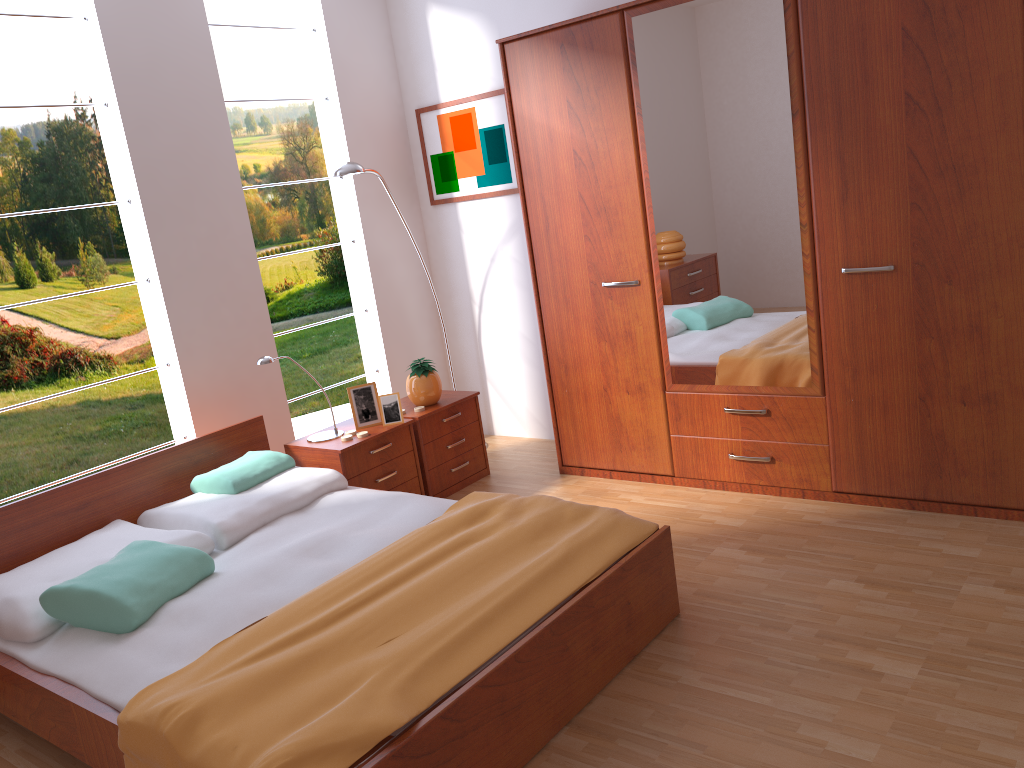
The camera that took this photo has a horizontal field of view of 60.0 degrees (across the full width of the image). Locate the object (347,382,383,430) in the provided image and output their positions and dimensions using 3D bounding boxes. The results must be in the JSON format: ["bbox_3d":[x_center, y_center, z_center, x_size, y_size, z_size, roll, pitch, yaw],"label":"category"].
[{"bbox_3d":[-0.652,0.097,3.954,0.131,0.191,0.037,-13,13,-20],"label":"object"}]

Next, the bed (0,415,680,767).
[{"bbox_3d":[-0.678,0.596,2.864,1.990,0.560,1.632,2,16,38],"label":"bed"}]

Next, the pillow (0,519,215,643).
[{"bbox_3d":[-1.437,0.644,2.953,0.574,0.157,0.682,0,15,32],"label":"pillow"}]

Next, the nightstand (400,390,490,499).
[{"bbox_3d":[-0.405,0.303,4.322,0.377,0.442,0.439,2,16,38],"label":"nightstand"}]

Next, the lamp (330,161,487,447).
[{"bbox_3d":[-0.484,-0.341,4.546,0.387,1.603,0.799,-6,13,12],"label":"lamp"}]

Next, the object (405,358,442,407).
[{"bbox_3d":[-0.421,-0.009,4.205,0.170,0.223,0.169,-4,13,18],"label":"object"}]

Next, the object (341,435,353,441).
[{"bbox_3d":[-0.707,0.232,3.798,0.049,0.018,0.049,-3,14,25],"label":"object"}]

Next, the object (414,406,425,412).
[{"bbox_3d":[-0.430,0.118,4.119,0.049,0.018,0.049,-3,14,25],"label":"object"}]

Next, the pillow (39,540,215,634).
[{"bbox_3d":[-1.170,0.612,2.729,0.334,0.164,0.425,-5,13,16],"label":"pillow"}]

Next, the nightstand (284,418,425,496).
[{"bbox_3d":[-0.686,0.424,3.973,0.377,0.442,0.439,2,16,38],"label":"nightstand"}]

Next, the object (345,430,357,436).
[{"bbox_3d":[-0.703,0.215,3.871,0.049,0.018,0.049,-3,14,25],"label":"object"}]

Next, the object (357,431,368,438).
[{"bbox_3d":[-0.643,0.219,3.814,0.049,0.018,0.049,-3,14,25],"label":"object"}]

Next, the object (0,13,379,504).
[{"bbox_3d":[-1.478,-0.670,3.930,0.033,1.815,2.205,2,16,38],"label":"object"}]

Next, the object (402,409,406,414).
[{"bbox_3d":[-0.519,0.132,4.116,0.049,0.018,0.049,-3,14,25],"label":"object"}]

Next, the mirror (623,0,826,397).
[{"bbox_3d":[0.815,-0.708,3.422,0.681,1.556,0.037,2,16,38],"label":"mirror"}]

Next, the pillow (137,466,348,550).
[{"bbox_3d":[-1.040,0.465,3.478,0.574,0.182,0.630,1,16,37],"label":"pillow"}]

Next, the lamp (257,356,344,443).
[{"bbox_3d":[-0.887,0.053,3.777,0.163,0.421,0.337,-2,14,27],"label":"lamp"}]

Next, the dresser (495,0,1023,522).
[{"bbox_3d":[1.006,-0.557,3.594,2.017,2.004,0.487,2,16,38],"label":"dresser"}]

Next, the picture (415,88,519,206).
[{"bbox_3d":[-0.228,-1.234,4.671,0.645,0.517,0.030,2,16,38],"label":"picture"}]

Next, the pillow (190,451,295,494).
[{"bbox_3d":[-1.076,0.363,3.547,0.276,0.116,0.322,1,16,36],"label":"pillow"}]

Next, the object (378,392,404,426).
[{"bbox_3d":[-0.536,0.112,3.931,0.094,0.137,0.027,-10,13,-5],"label":"object"}]
